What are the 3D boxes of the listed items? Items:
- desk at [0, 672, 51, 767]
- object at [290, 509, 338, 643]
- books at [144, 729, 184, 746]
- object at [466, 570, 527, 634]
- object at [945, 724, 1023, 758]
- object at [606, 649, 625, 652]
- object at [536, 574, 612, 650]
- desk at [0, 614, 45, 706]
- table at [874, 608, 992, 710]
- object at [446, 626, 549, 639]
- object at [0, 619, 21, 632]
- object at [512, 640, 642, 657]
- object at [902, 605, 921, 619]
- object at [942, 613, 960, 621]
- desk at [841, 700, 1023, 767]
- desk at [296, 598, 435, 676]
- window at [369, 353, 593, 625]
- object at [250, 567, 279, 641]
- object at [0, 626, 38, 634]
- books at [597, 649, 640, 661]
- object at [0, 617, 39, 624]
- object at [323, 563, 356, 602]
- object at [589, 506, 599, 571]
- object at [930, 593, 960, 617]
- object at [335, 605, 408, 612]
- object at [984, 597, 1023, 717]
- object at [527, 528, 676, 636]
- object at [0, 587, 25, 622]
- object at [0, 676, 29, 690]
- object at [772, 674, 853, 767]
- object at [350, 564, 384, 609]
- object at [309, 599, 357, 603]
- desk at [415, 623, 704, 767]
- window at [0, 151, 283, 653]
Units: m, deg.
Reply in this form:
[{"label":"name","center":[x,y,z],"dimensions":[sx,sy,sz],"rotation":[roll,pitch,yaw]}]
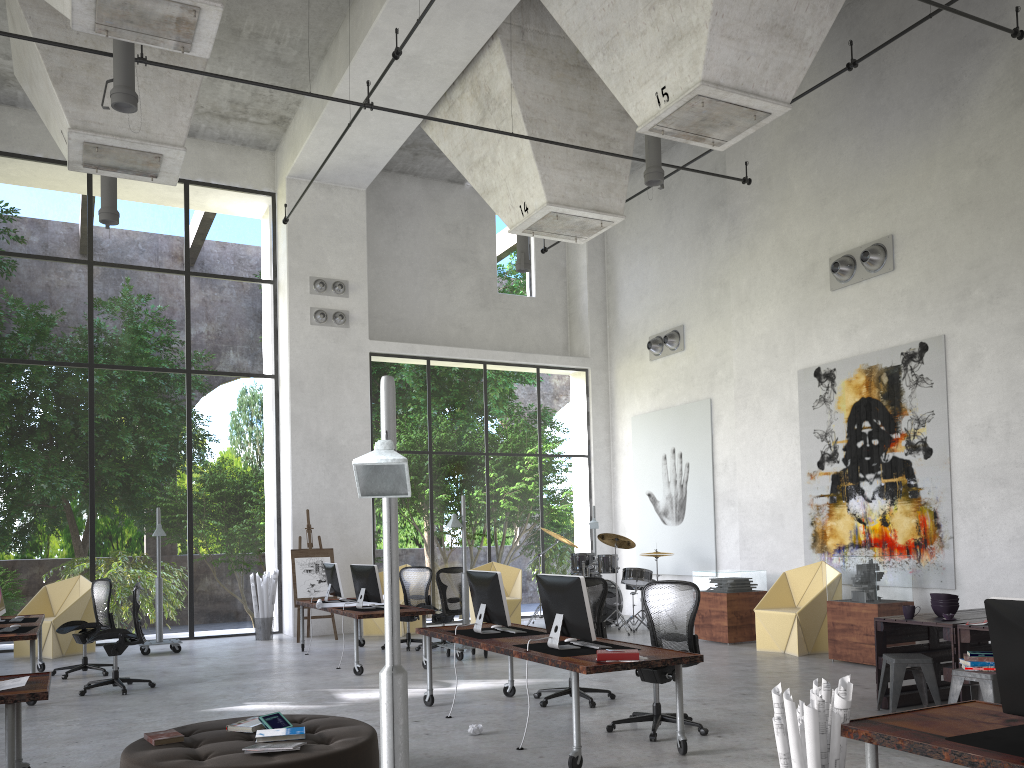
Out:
[{"label":"desk","center":[-4.341,2.168,4.902],"dimensions":[3.132,0.719,0.985],"rotation":[3,-9,-27]},{"label":"object","center":[-3.253,3.099,14.316],"dimensions":[0.694,2.129,0.689],"rotation":[0,-3,-26]},{"label":"books","center":[-2.110,2.142,5.326],"dimensions":[0.175,0.032,0.257],"rotation":[5,-12,-35]},{"label":"object","center":[-0.148,1.954,7.905],"dimensions":[0.377,0.548,0.723],"rotation":[1,-7,-25]},{"label":"object","center":[2.193,1.362,3.259],"dimensions":[0.688,0.008,0.859],"rotation":[3,-11,-25]},{"label":"object","center":[0.707,1.815,5.982],"dimensions":[0.150,0.011,0.011],"rotation":[-8,-8,32]},{"label":"object","center":[0.467,1.724,6.683],"dimensions":[0.377,0.548,0.723],"rotation":[1,-7,-25]},{"label":"desk","center":[-5.828,3.080,9.872],"dimensions":[0.964,0.717,3.169],"rotation":[2,-10,-26]},{"label":"table","center":[4.202,2.345,7.306],"dimensions":[1.507,0.788,1.620],"rotation":[3,-9,-27]},{"label":"object","center":[-0.137,2.235,7.894],"dimensions":[0.688,0.008,0.859],"rotation":[3,-11,-25]},{"label":"object","center":[-5.439,2.322,9.248],"dimensions":[0.377,0.548,0.723],"rotation":[0,-7,-20]},{"label":"object","center":[0.477,2.005,6.672],"dimensions":[0.688,0.008,0.859],"rotation":[3,-11,-25]},{"label":"object","center":[3.407,1.951,7.509],"dimensions":[0.101,0.108,0.131],"rotation":[3,-8,-35]},{"label":"object","center":[3.629,1.933,7.285],"dimensions":[0.138,0.056,0.117],"rotation":[6,-11,-41]},{"label":"desk","center":[2.524,1.596,2.623],"dimensions":[0.964,0.717,3.169],"rotation":[2,-10,-26]},{"label":"desk","center":[-2.034,3.310,11.716],"dimensions":[0.974,0.717,3.168],"rotation":[2,-10,-26]},{"label":"window","center":[-0.454,2.000,16.499],"dimensions":[4.565,4.859,0.020],"rotation":[2,-3,-27]},{"label":"object","center":[-4.069,3.623,14.448],"dimensions":[0.443,1.201,0.413],"rotation":[-4,-4,41]},{"label":"object","center":[-5.429,2.603,9.237],"dimensions":[0.687,0.008,0.860],"rotation":[2,-11,-20]},{"label":"books","center":[0.720,1.844,5.979],"dimensions":[0.285,0.052,0.205],"rotation":[-2,-10,5]},{"label":"object","center":[-6.053,2.838,10.483],"dimensions":[0.688,0.008,0.859],"rotation":[3,-11,-25]},{"label":"object","center":[-2.474,2.826,12.532],"dimensions":[0.377,0.548,0.723],"rotation":[1,-7,-25]},{"label":"object","center":[1.589,3.392,16.723],"dimensions":[0.580,2.138,0.600],"rotation":[-2,-3,8]},{"label":"object","center":[3.741,1.908,7.592],"dimensions":[0.214,0.212,0.195],"rotation":[2,-6,-26]},{"label":"object","center":[-1.767,2.846,11.135],"dimensions":[0.689,0.008,0.858],"rotation":[6,-12,-35]},{"label":"object","center":[2.183,1.080,3.270],"dimensions":[0.377,0.548,0.723],"rotation":[1,-7,-25]},{"label":"object","center":[1.629,3.321,15.179],"dimensions":[1.887,1.729,2.997],"rotation":[4,-10,-42]},{"label":"object","center":[-6.063,2.556,10.494],"dimensions":[0.377,0.548,0.723],"rotation":[1,-7,-25]},{"label":"object","center":[-3.228,1.817,5.380],"dimensions":[0.470,0.085,0.441],"rotation":[3,-11,-23]},{"label":"object","center":[1.337,1.749,3.893],"dimensions":[0.319,0.931,0.344],"rotation":[-1,-3,-9]},{"label":"object","center":[-1.777,2.565,11.146],"dimensions":[0.378,0.548,0.722],"rotation":[2,-8,-35]},{"label":"object","center":[-2.464,3.108,12.522],"dimensions":[0.688,0.008,0.859],"rotation":[3,-11,-25]},{"label":"desk","center":[0.197,2.464,7.224],"dimensions":[0.974,0.717,3.168],"rotation":[2,-10,-26]},{"label":"window","center":[-6.781,0.328,14.194],"dimensions":[5.965,7.796,0.067],"rotation":[1,-3,-27]}]
